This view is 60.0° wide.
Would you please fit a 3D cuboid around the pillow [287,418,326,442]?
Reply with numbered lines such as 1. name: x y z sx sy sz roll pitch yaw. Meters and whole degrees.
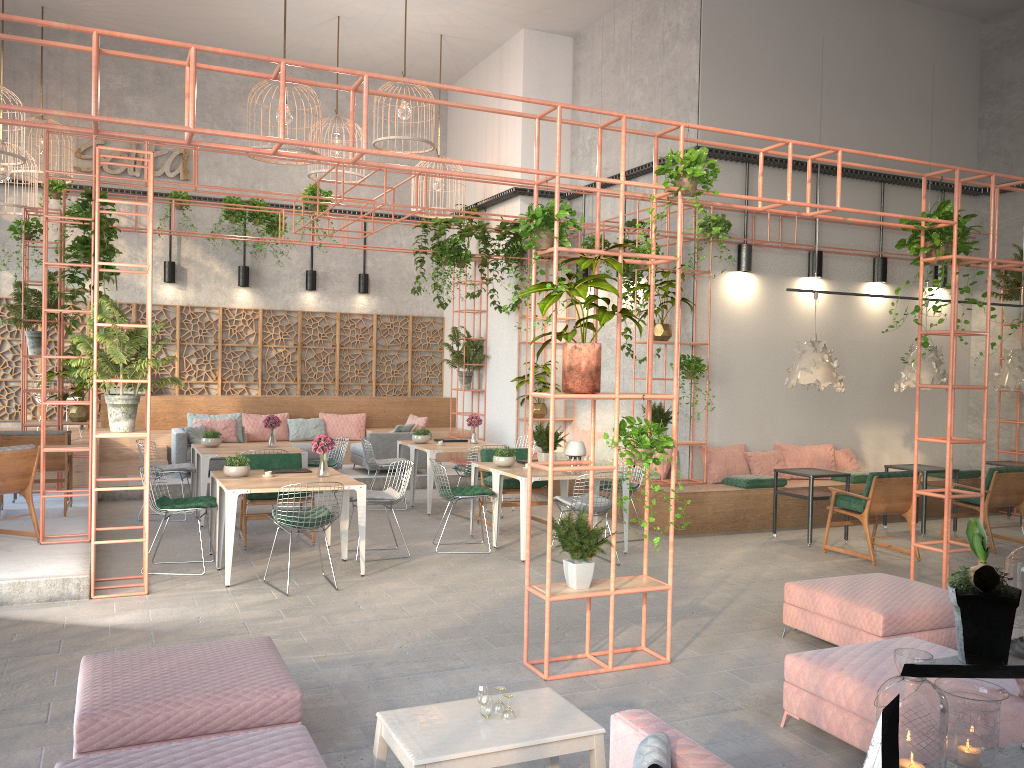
1. pillow: -3.524 0.786 15.258 0.666 0.385 0.289 1 1 -29

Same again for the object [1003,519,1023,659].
1. object: 1.723 0.627 2.889 0.216 0.500 0.216 1 1 8

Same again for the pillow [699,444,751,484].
1. pillow: 2.778 1.027 11.464 0.839 0.474 0.276 0 1 -34

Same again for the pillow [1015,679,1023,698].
1. pillow: 2.261 1.313 3.532 0.495 0.349 0.308 2 1 25

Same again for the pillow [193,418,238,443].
1. pillow: -4.596 0.728 13.735 0.666 0.385 0.289 1 1 -24

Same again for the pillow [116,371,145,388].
1. pillow: -6.336 -0.077 14.869 0.499 0.324 0.307 1 1 -9

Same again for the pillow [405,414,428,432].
1. pillow: -1.613 0.749 14.464 0.273 0.476 0.836 1 1 -24

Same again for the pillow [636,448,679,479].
1. pillow: 1.919 1.047 11.877 0.289 0.385 0.666 1 1 -29

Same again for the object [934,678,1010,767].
1. object: 1.525 1.160 2.954 0.223 0.297 0.223 1 1 -5

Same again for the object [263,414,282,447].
1. object: -3.021 0.589 11.166 0.225 0.414 0.213 1 1 -32

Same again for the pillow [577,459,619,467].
1. pillow: 1.158 1.154 12.579 0.491 0.149 0.637 1 1 -23

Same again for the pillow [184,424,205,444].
1. pillow: -4.688 0.784 13.365 0.307 0.324 0.499 1 1 11

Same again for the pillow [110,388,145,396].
1. pillow: -6.304 0.135 14.584 0.637 0.149 0.491 1 1 -23

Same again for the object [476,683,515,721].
1. object: -0.073 1.384 3.801 0.156 0.145 0.199 1 1 -10

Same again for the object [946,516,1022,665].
1. object: 1.485 0.647 2.786 0.217 0.457 0.212 1 1 -8

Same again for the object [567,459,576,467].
1. object: 0.624 0.850 9.308 0.095 0.119 0.095 1 1 0

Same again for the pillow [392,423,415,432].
1. pillow: -1.770 0.800 14.029 0.308 0.349 0.495 2 1 25

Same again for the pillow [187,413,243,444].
1. pillow: -4.645 0.693 13.876 0.839 0.474 0.276 1 1 -24

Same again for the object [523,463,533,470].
1. object: 0.170 0.867 9.409 0.115 0.078 0.115 1 1 -19

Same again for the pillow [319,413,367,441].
1. pillow: -2.977 0.746 15.528 0.839 0.474 0.276 1 1 -4

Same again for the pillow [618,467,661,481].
1. pillow: 1.578 1.182 11.653 0.491 0.149 0.637 1 1 -23

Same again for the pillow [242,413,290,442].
1. pillow: -4.144 0.731 14.999 0.839 0.474 0.276 0 1 -34

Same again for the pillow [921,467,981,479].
1. pillow: 6.237 1.265 12.574 0.637 0.149 0.491 1 1 -23

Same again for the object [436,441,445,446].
1. object: -0.958 0.790 11.898 0.115 0.078 0.115 1 1 -19

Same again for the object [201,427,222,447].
1. object: -3.735 0.660 11.025 0.252 0.247 0.247 1 1 -24

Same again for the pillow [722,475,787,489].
1. pillow: 3.046 1.225 11.127 0.637 0.149 0.491 1 1 -23

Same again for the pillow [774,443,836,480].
1. pillow: 3.962 1.043 11.954 0.839 0.474 0.276 1 1 -4

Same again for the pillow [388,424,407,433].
1. pillow: -1.907 0.807 14.463 0.441 0.317 0.479 0 2 -43

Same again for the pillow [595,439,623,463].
1. pillow: 1.390 1.011 13.044 0.289 0.385 0.666 1 1 -29

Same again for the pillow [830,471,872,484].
1. pillow: 4.622 1.245 11.842 0.637 0.149 0.491 1 1 -23

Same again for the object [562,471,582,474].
1. object: 0.607 0.894 9.067 0.218 0.041 0.218 1 1 -16

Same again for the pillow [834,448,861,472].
1. pillow: 4.538 1.096 12.240 0.666 0.385 0.289 1 1 -29

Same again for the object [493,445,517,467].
1. object: -0.081 0.770 9.584 0.254 0.247 0.248 1 1 -24

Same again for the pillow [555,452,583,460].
1. pillow: 0.726 1.125 13.533 0.491 0.149 0.637 1 1 -23

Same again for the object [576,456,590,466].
1. object: 0.805 0.839 9.428 0.210 0.154 0.165 0 1 -35

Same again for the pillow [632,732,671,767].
1. pillow: 0.349 1.320 2.793 0.307 0.324 0.500 1 1 11

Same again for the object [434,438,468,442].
1. object: -0.867 0.798 12.565 0.427 0.031 0.268 1 1 -24

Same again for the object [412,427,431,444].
1. object: -1.245 0.691 12.155 0.254 0.247 0.248 1 1 -24

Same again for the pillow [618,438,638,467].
1. pillow: 1.634 0.980 12.453 0.276 0.474 0.839 1 1 -4

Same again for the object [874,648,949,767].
1. object: 1.297 1.090 2.884 0.216 0.430 0.219 1 1 -31

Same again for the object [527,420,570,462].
1. object: 0.355 0.639 9.484 0.368 0.527 0.438 1 1 -24

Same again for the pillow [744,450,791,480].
1. pillow: 3.371 1.081 11.711 0.666 0.385 0.289 1 1 -29

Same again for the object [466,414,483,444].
1. object: -0.525 0.620 12.298 0.225 0.414 0.213 1 1 -32

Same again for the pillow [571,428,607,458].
1. pillow: 1.145 0.945 13.637 0.276 0.474 0.839 0 1 -34

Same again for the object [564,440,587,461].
1. object: 0.678 0.763 9.515 0.241 0.313 0.241 2 1 21
